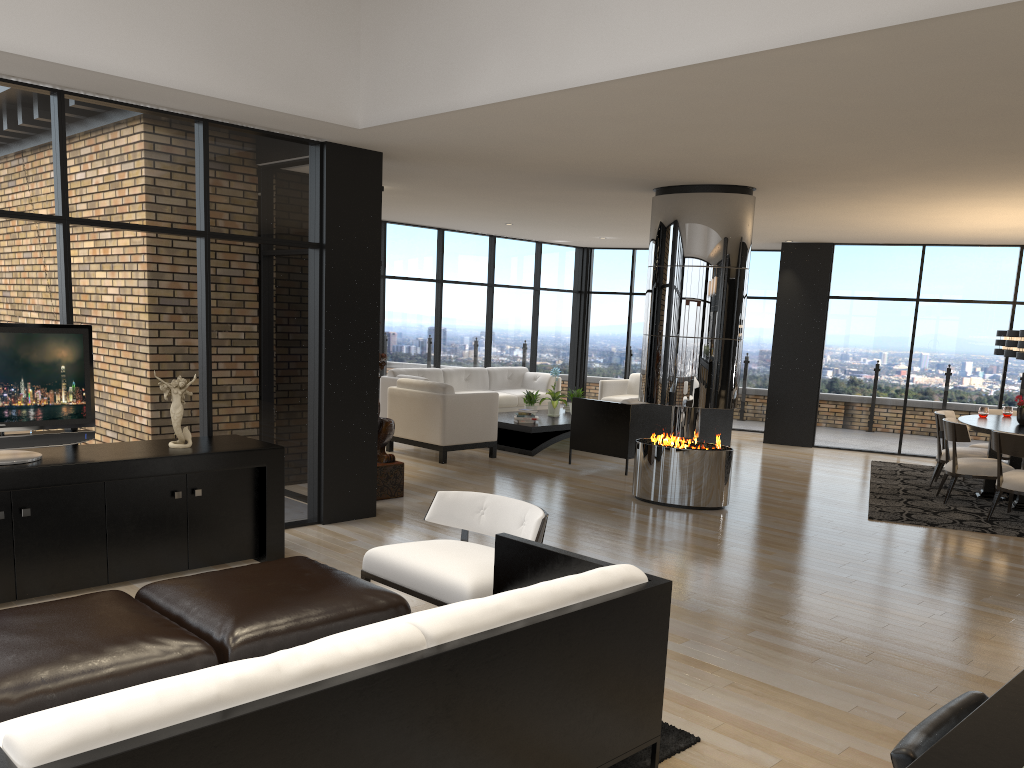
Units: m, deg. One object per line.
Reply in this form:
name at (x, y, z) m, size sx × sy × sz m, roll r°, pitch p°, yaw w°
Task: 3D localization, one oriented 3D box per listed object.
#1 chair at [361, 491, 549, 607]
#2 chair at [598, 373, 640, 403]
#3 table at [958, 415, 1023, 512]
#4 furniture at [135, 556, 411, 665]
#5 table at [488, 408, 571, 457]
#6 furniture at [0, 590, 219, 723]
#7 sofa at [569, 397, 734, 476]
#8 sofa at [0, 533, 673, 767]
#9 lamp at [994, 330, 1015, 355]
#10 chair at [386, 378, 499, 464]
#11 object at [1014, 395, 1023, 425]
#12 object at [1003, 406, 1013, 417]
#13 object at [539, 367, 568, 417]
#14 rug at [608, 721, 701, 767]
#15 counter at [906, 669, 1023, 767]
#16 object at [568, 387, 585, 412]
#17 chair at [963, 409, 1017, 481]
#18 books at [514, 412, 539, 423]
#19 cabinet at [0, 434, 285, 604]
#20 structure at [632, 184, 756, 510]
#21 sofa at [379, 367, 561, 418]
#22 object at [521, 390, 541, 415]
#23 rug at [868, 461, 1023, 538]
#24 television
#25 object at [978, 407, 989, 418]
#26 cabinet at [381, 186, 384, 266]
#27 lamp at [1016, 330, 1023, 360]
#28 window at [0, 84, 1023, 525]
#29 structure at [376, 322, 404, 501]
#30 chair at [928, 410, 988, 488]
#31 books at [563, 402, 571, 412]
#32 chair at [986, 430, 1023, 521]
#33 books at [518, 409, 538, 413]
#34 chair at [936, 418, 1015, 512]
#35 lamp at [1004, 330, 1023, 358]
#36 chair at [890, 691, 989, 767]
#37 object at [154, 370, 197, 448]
chair at (-0.232, 0.934, 4.386) m, size 0.798 × 0.684 × 0.681 m, roll 9°, pitch 10°, yaw 44°
chair at (1.867, 0.295, 12.677) m, size 0.993 × 0.867 × 0.851 m, roll 9°, pitch 10°, yaw 44°
table at (5.035, 0.785, 8.735) m, size 1.204 × 0.779 × 2.088 m, roll 5°, pitch 6°, yaw 24°
furniture at (-0.995, 1.051, 3.677) m, size 0.821 × 0.490 × 0.824 m, roll 8°, pitch 8°, yaw 44°
table at (0.486, 0.593, 11.336) m, size 1.254 × 0.356 × 2.024 m, roll 7°, pitch 7°, yaw 45°
furniture at (-1.595, 1.071, 3.078) m, size 0.821 × 0.490 × 0.824 m, roll 8°, pitch 8°, yaw 44°
sofa at (1.638, 0.503, 10.204) m, size 2.024 × 0.814 × 0.831 m, roll -3°, pitch 9°, yaw -45°
sofa at (-0.487, 0.995, 2.597) m, size 2.024 × 0.814 × 0.831 m, roll -3°, pitch 9°, yaw -45°
lamp at (5.476, -0.961, 9.316) m, size 0.534 × 1.347 × 0.529 m, roll 6°, pitch 10°, yaw 21°
chair at (-0.784, 0.380, 10.041) m, size 0.993 × 0.867 × 0.851 m, roll 9°, pitch 10°, yaw 44°
object at (5.046, 0.252, 8.657) m, size 0.228 × 0.302 × 0.235 m, roll 6°, pitch 8°, yaw 24°
object at (5.321, 0.297, 9.473) m, size 0.095 × 0.107 × 0.094 m, roll 1°, pitch 8°, yaw -12°
object at (0.564, 0.101, 11.302) m, size 0.355 × 0.640 × 0.365 m, roll -2°, pitch 9°, yaw -26°
rug at (-1.221, 1.313, 3.259) m, size 3.022 × 0.012 × 2.461 m, roll -2°, pitch 6°, yaw -44°
counter at (1.041, 0.538, 0.828) m, size 3.102 × 0.032 × 1.170 m, roll -2°, pitch 6°, yaw -45°
object at (0.841, 0.223, 11.633) m, size 0.283 × 0.375 × 0.212 m, roll 6°, pitch 9°, yaw 23°
chair at (5.427, 0.710, 9.708) m, size 0.637 × 0.817 × 0.613 m, roll 10°, pitch 11°, yaw 43°
books at (0.173, 0.397, 10.569) m, size 0.307 × 0.128 × 0.221 m, roll 2°, pitch 6°, yaw -7°
cabinet at (-2.714, 0.766, 4.678) m, size 3.027 × 0.750 × 0.616 m, roll -2°, pitch 9°, yaw -45°
structure at (1.579, -0.296, 7.791) m, size 0.887 × 2.781 × 0.581 m, roll 8°, pitch 11°, yaw 32°
sofa at (-0.509, 0.217, 12.310) m, size 2.684 × 0.866 × 0.847 m, roll -2°, pitch 8°, yaw -45°
object at (0.236, 0.241, 11.047) m, size 0.284 × 0.375 × 0.212 m, roll 4°, pitch 8°, yaw 8°
rug at (5.055, 1.163, 8.852) m, size 2.708 × 0.011 × 3.689 m, roll 4°, pitch 5°, yaw 22°
television at (-2.675, 0.041, 4.575) m, size 0.932 × 0.721 × 0.403 m, roll -1°, pitch 9°, yaw -27°
object at (4.945, 0.296, 9.256) m, size 0.095 × 0.107 × 0.094 m, roll 7°, pitch 9°, yaw 33°
cabinet at (-2.583, -0.574, 8.976) m, size 1.180 × 2.779 × 2.639 m, roll -6°, pitch 11°, yaw -44°
lamp at (4.781, -0.866, 7.678) m, size 0.534 × 1.347 × 0.529 m, roll 6°, pitch 10°, yaw 21°
window at (0.388, -1.268, 6.167) m, size 10.073 × 4.849 × 15.780 m, roll 6°, pitch 6°, yaw 31°
structure at (-1.345, 0.169, 7.643) m, size 0.724 × 1.616 × 0.514 m, roll 11°, pitch 12°, yaw 44°
chair at (4.721, 0.713, 9.260) m, size 0.612 × 0.817 × 0.638 m, roll 7°, pitch 9°, yaw 32°
books at (0.824, 0.312, 12.032) m, size 0.223 × 0.128 × 0.304 m, roll 4°, pitch 5°, yaw 12°
chair at (4.512, 0.827, 7.665) m, size 0.614 × 0.817 × 0.636 m, roll -4°, pitch 10°, yaw -39°
books at (0.194, 0.321, 10.554) m, size 0.183 × 0.027 × 0.154 m, roll 6°, pitch 6°, yaw 35°
chair at (4.419, 0.761, 8.459) m, size 0.615 × 0.817 × 0.635 m, roll 5°, pitch 8°, yaw 15°
lamp at (5.129, -0.914, 8.497) m, size 0.534 × 1.347 × 0.529 m, roll 6°, pitch 10°, yaw 21°
chair at (0.871, 1.068, 1.425) m, size 0.514 × 0.977 × 0.473 m, roll 11°, pitch 12°, yaw 44°
object at (-1.974, 0.151, 5.235) m, size 0.255 × 0.465 × 0.104 m, roll -6°, pitch 12°, yaw -44°
